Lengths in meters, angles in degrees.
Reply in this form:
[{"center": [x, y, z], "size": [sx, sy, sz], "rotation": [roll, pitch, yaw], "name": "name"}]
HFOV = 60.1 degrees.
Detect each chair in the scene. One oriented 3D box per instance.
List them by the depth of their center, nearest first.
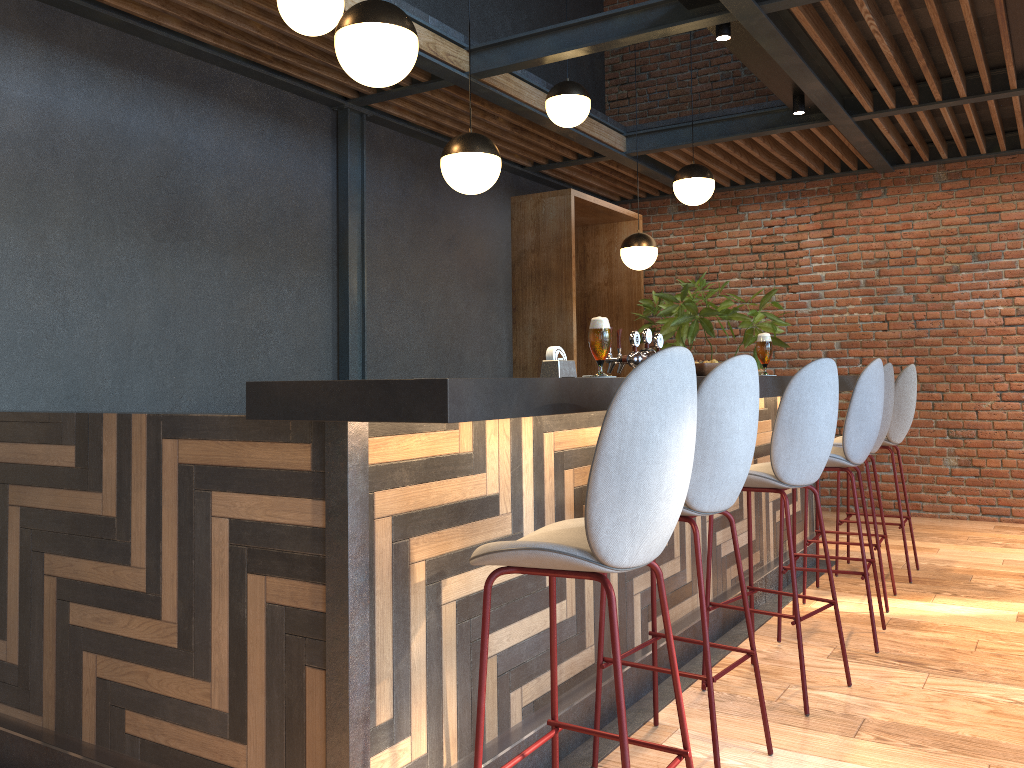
[{"center": [0.165, 0.543, 1.988], "size": [0.507, 1.246, 0.418], "rotation": [-2, -3, 32], "name": "chair"}, {"center": [0.513, 0.536, 2.746], "size": [0.507, 1.246, 0.418], "rotation": [-2, -3, 37], "name": "chair"}, {"center": [0.985, 0.527, 3.373], "size": [0.507, 1.246, 0.418], "rotation": [-3, -3, 43], "name": "chair"}, {"center": [1.422, 0.509, 4.000], "size": [0.507, 1.246, 0.418], "rotation": [-2, -3, 28], "name": "chair"}, {"center": [1.764, 0.512, 4.688], "size": [0.507, 1.246, 0.418], "rotation": [-2, -3, 30], "name": "chair"}, {"center": [2.162, 0.505, 5.303], "size": [0.507, 1.246, 0.418], "rotation": [-2, -3, 31], "name": "chair"}]

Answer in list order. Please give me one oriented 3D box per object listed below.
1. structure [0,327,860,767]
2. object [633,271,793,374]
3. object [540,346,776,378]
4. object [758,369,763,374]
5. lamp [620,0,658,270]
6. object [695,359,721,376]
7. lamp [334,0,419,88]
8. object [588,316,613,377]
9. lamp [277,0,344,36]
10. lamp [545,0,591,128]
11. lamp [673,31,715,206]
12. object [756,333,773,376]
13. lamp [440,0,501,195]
[{"center": [-0.045, 0.461, 4.408], "size": [2.915, 1.399, 4.917], "rotation": [-1, 0, 32], "name": "structure"}, {"center": [1.684, 0.076, 7.641], "size": [1.515, 2.101, 1.082], "rotation": [-2, -2, 37], "name": "object"}, {"center": [0.575, -0.077, 3.260], "size": [0.322, 0.106, 1.509], "rotation": [-1, 0, 35], "name": "object"}, {"center": [0.971, -0.058, 3.859], "size": [0.164, 0.052, 0.291], "rotation": [-1, 0, 40], "name": "object"}, {"center": [0.889, -2.715, 6.434], "size": [0.268, 3.802, 0.268], "rotation": [1, -3, -38], "name": "lamp"}, {"center": [0.787, -0.065, 3.669], "size": [0.168, 0.073, 0.168], "rotation": [-1, 0, -38], "name": "object"}, {"center": [-0.459, -2.859, 2.935], "size": [0.268, 3.802, 0.268], "rotation": [-2, -3, 34], "name": "lamp"}, {"center": [0.260, -0.110, 2.616], "size": [0.070, 0.178, 0.070], "rotation": [-2, -3, 35], "name": "object"}, {"center": [-0.841, -3.319, 3.679], "size": [0.268, 3.802, 0.268], "rotation": [-1, -3, -4], "name": "lamp"}, {"center": [0.309, -3.418, 5.321], "size": [0.268, 3.802, 0.268], "rotation": [-3, -3, 37], "name": "lamp"}, {"center": [1.161, -3.060, 5.846], "size": [0.268, 3.802, 0.268], "rotation": [-3, -3, 41], "name": "lamp"}, {"center": [1.077, -0.127, 3.776], "size": [0.070, 0.183, 0.070], "rotation": [1, -3, -38], "name": "object"}, {"center": [-0.204, -2.734, 3.981], "size": [0.268, 3.802, 0.268], "rotation": [-2, -3, 22], "name": "lamp"}]
